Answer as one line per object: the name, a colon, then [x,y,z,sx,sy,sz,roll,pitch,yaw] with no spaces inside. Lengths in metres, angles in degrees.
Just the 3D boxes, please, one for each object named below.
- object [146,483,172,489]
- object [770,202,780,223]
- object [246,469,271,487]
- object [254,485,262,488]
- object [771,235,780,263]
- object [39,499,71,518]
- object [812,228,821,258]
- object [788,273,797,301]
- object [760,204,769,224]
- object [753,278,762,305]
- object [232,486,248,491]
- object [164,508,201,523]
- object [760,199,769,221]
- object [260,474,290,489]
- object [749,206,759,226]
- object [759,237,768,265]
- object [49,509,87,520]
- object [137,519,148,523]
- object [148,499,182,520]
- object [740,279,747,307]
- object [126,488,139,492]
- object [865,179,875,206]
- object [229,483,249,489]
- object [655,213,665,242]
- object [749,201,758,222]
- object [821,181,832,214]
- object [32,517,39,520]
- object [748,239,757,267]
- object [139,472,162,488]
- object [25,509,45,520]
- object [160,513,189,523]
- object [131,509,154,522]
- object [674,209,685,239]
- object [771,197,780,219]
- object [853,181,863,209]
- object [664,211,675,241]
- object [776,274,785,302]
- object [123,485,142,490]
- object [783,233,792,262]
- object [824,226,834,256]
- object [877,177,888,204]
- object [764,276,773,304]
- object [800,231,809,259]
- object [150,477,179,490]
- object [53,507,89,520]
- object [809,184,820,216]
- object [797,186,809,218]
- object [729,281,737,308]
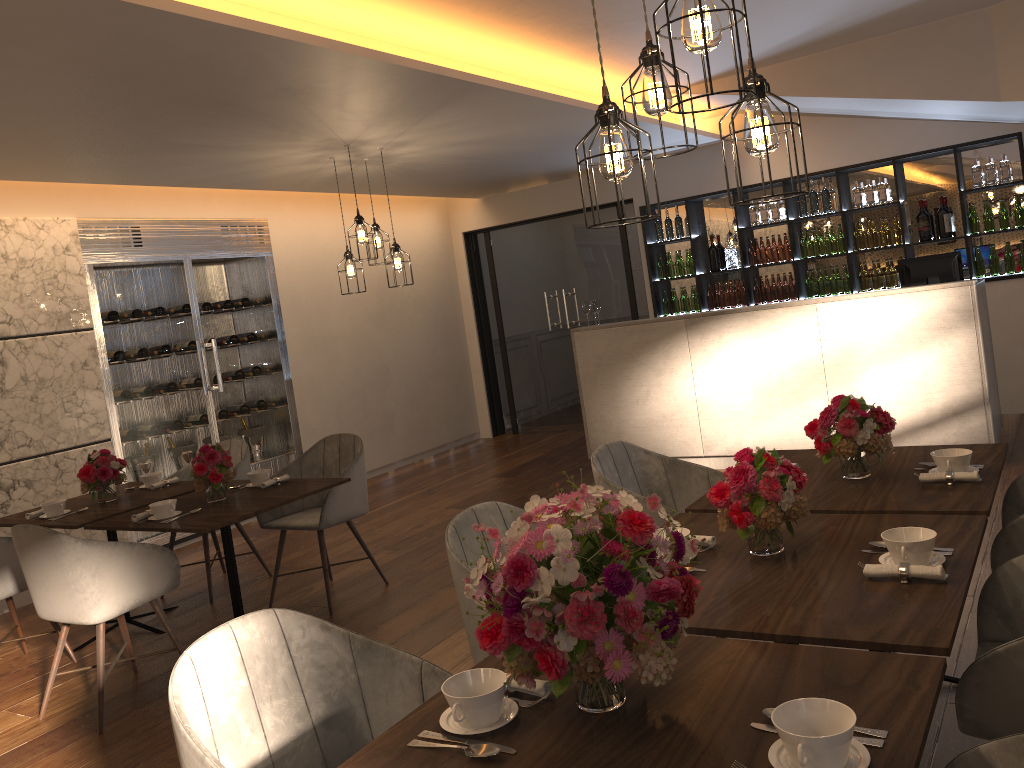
object: [-2.026,0.580,5.094,0.025,0.024,0.194,-6,6,33]
object: [2.415,-1.578,8.124,0.070,0.189,0.041,-7,3,32]
object: [-1.324,0.495,4.647,0.149,0.072,0.148,-11,6,-34]
object: [-1.259,0.515,4.597,0.025,0.024,0.194,-6,6,33]
object: [2.431,-1.248,8.192,0.065,0.261,0.066,-8,2,12]
object: [-2.384,0.652,4.613,0.148,0.072,0.148,-9,5,-14]
object: [2.742,-1.275,7.991,0.065,0.263,0.066,-8,2,12]
object: [2.576,-0.898,8.144,0.065,0.261,0.066,-8,2,12]
object: [2.331,-1.570,8.179,0.070,0.189,0.041,-7,3,32]
object: [2.299,-0.874,8.324,0.065,0.261,0.066,-8,2,12]
object: [-1.398,0.539,4.668,0.022,0.004,0.212,-5,6,33]
object: [-1.509,0.604,4.072,0.042,0.015,0.198,-6,6,29]
object: [2.325,-1.606,8.177,0.069,0.208,0.040,-7,2,33]
object: [-1.226,0.504,4.586,0.056,0.039,0.176,-6,6,33]
object: [2.247,-1.563,8.233,0.070,0.189,0.041,-7,3,32]
object: [2.339,-1.240,8.252,0.065,0.261,0.066,-8,2,12]
object: [-2.300,0.677,4.594,0.022,0.004,0.212,-5,6,33]
object: [-1.675,0.615,4.168,0.025,0.024,0.194,-6,6,33]
object: [-1.617,0.587,4.116,0.148,0.072,0.148,-9,5,-14]
object: [2.194,-0.865,8.392,0.065,0.261,0.066,-8,2,12]
object: [-2.165,0.604,5.166,0.022,0.004,0.212,-5,6,33]
object: [3.101,-1.659,7.677,0.070,0.235,0.041,-7,2,33]
object: [-1.418,0.534,4.689,0.042,0.015,0.198,-5,6,37]
object: [1.450,-1.556,8.741,0.075,0.309,0.075,-10,2,-32]
object: [2.241,-1.599,8.232,0.069,0.208,0.040,-7,2,33]
object: [2.790,-1.670,7.872,0.075,0.309,0.075,-6,3,44]
object: [-2.442,0.680,4.665,0.025,0.024,0.194,-6,6,33]
object: [2.247,-1.232,8.312,0.065,0.261,0.066,-8,2,12]
object: [-2.091,0.561,5.144,0.149,0.072,0.148,-11,6,-34]
object: [-2.477,0.677,4.675,0.056,0.039,0.176,-6,6,33]
object: [-1.533,0.611,4.097,0.022,0.004,0.212,-5,6,33]
object: [-1.710,0.612,4.178,0.056,0.039,0.176,-6,6,33]
object: [1.624,-1.571,8.628,0.075,0.309,0.075,-9,2,-10]
object: [2.409,-1.613,8.123,0.069,0.208,0.040,-7,2,33]
object: [3.017,-1.652,7.731,0.070,0.235,0.041,-7,2,33]
object: [1.537,-1.564,8.685,0.075,0.309,0.075,-9,2,-14]
object: [2.483,-0.890,8.204,0.065,0.261,0.066,-8,2,12]
object: [-2.185,0.600,5.186,0.042,0.015,0.198,-5,6,37]
object: [2.524,-1.256,8.132,0.065,0.261,0.066,-8,2,12]
object: [2.834,-1.283,7.931,0.065,0.263,0.066,-8,2,12]
object: [3.184,-1.666,7.622,0.070,0.235,0.041,-7,2,33]
object: [2.391,-0.882,8.264,0.065,0.261,0.066,-8,2,12]
object: [2.650,-1.266,8.050,0.065,0.261,0.066,-8,2,12]
object: [-1.993,0.569,5.083,0.056,0.039,0.176,-6,6,33]
object: [-2.282,0.670,4.574,0.042,0.015,0.198,-5,6,37]
object: [2.703,-1.663,7.929,0.075,0.309,0.075,-6,3,44]
object: [2.616,-1.655,7.985,0.075,0.309,0.075,-9,2,-25]
object: [2.101,-0.857,8.452,0.065,0.261,0.066,-8,2,12]
